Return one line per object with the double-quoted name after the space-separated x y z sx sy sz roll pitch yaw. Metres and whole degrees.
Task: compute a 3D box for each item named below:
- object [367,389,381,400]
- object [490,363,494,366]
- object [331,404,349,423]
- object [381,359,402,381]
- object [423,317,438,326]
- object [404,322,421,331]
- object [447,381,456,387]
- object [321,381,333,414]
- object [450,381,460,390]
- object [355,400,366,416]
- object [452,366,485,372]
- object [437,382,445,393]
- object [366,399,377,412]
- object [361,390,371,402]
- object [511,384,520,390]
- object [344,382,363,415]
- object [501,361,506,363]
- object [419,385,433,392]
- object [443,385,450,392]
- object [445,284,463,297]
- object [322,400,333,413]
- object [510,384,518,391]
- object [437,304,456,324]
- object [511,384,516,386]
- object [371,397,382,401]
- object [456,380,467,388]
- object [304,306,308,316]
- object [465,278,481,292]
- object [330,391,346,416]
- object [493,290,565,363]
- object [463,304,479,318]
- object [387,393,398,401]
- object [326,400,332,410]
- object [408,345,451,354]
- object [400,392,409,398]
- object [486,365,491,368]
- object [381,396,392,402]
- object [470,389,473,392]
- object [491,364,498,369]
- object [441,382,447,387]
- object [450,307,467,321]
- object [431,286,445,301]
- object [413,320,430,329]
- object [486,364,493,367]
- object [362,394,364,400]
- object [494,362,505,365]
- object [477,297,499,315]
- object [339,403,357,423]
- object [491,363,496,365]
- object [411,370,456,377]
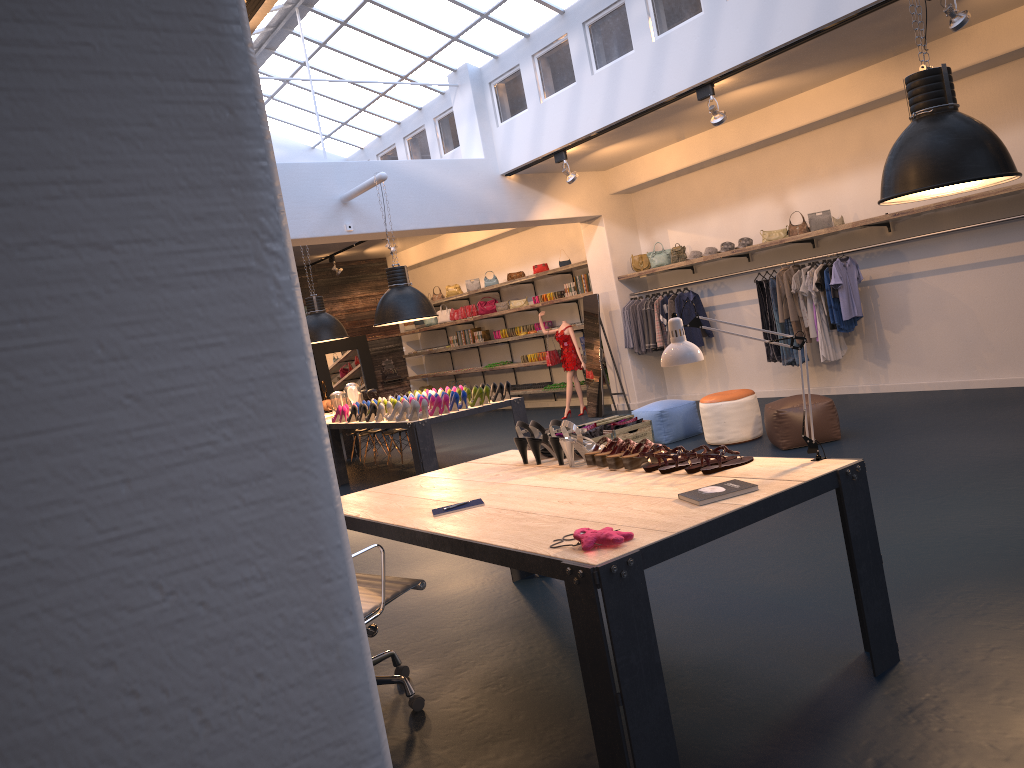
-1.723 0.199 10.903 0.167 0.285 0.141 -11 2 -35 "object"
-0.313 -0.364 16.151 0.255 0.068 0.077 -12 3 -29 "object"
-2.004 0.338 10.154 0.220 0.195 0.221 -12 3 -40 "object"
-2.637 -0.323 18.713 0.389 0.460 0.214 -11 2 -35 "object"
-1.667 -1.379 17.792 0.361 0.366 0.179 -10 2 6 "object"
-2.168 -1.324 18.650 0.345 0.335 0.168 -10 2 8 "object"
-1.235 0.078 17.768 0.283 0.282 0.094 -10 1 -8 "object"
-2.659 0.181 12.421 0.129 0.468 0.150 -9 2 32 "object"
-1.127 0.068 17.614 0.278 0.282 0.095 -10 1 -2 "object"
-1.816 0.297 10.302 0.219 0.195 0.222 -12 3 -34 "object"
-0.855 -0.292 16.995 0.386 0.029 0.811 -12 4 -34 "object"
-1.487 0.100 18.219 0.205 0.279 0.057 -10 1 -6 "object"
-1.662 0.283 10.089 0.220 0.195 0.221 -12 3 -43 "object"
-1.853 0.210 11.101 0.167 0.285 0.141 -11 2 -35 "object"
0.069 0.061 15.888 0.202 0.087 0.060 -12 3 -35 "object"
-1.937 0.186 10.646 0.184 0.412 0.220 -9 2 44 "object"
-0.148 -0.395 16.176 0.079 0.073 0.254 -8 3 34 "object"
-1.861 0.146 18.920 0.374 0.234 0.197 -10 2 -3 "object"
-1.347 0.088 18.007 0.205 0.279 0.057 -10 1 -6 "object"
-1.138 -1.820 16.852 0.356 0.234 0.207 -9 2 13 "object"
-2.432 0.292 12.141 0.204 0.203 0.478 -8 3 42 "object"
0.033 0.064 15.941 0.202 0.087 0.060 -12 3 -35 "object"
-1.328 -1.424 17.415 0.406 0.385 0.201 -9 2 16 "object"
-0.001 0.067 15.993 0.202 0.087 0.060 -12 3 -35 "object"
-1.637 0.259 10.422 0.217 0.195 0.224 -11 3 -28 "object"
-1.019 0.058 17.461 0.278 0.282 0.095 -10 1 -2 "object"
-4.096 -1.542 17.766 0.161 0.366 0.401 -9 3 43 "object"
-0.724 -1.858 16.292 0.271 0.230 0.080 -10 1 5 "object"
-2.148 0.254 10.790 0.196 0.335 0.176 -11 2 -16 "object"
0.318 -0.930 15.288 0.495 1.135 2.466 -11 3 -33 "object"
-0.799 -1.386 16.445 0.298 0.249 0.144 -9 2 26 "object"
-1.469 0.221 10.571 0.219 0.195 0.222 -12 3 -34 "object"
-2.297 0.281 11.931 0.205 0.203 0.476 -8 3 37 "object"
-1.686 -0.735 18.264 0.524 0.060 1.393 -12 4 -34 "object"
-1.313 0.207 10.352 0.219 0.195 0.221 -12 3 -37 "object"
-0.401 -0.321 16.138 0.255 0.058 0.076 -12 4 -40 "object"
-1.489 0.245 10.219 0.219 0.195 0.222 -12 3 -34 "object"
-0.747 0.127 17.210 0.226 0.083 0.220 -11 3 -23 "object"
-0.309 -0.328 15.998 0.255 0.058 0.076 -12 4 -40 "object"
-1.418 0.094 18.120 0.210 0.279 0.056 -11 1 -15 "object"
-1.053 -1.368 16.898 0.326 0.253 0.143 -9 2 13 "object"
-1.508 -1.824 17.499 0.274 0.299 0.110 -9 2 25 "object"
-1.880 -1.298 18.238 0.415 0.231 0.179 -10 2 2 "object"
-0.385 -0.355 16.206 0.256 0.063 0.077 -12 3 -32 "object"
-1.936 0.237 10.843 0.159 0.289 0.190 -8 2 44 "object"
-0.221 -0.373 16.011 0.255 0.067 0.078 -12 3 -30 "object"
-0.450 -1.454 16.065 0.277 0.337 0.373 -8 3 44 "object"
-1.878 0.329 9.939 0.221 0.195 0.226 -11 3 -23 "object"
-0.293 -0.364 16.068 0.255 0.064 0.079 -12 3 -29 "object"
-1.594 -0.226 18.120 0.383 0.024 1.716 -12 4 -33 "object"
